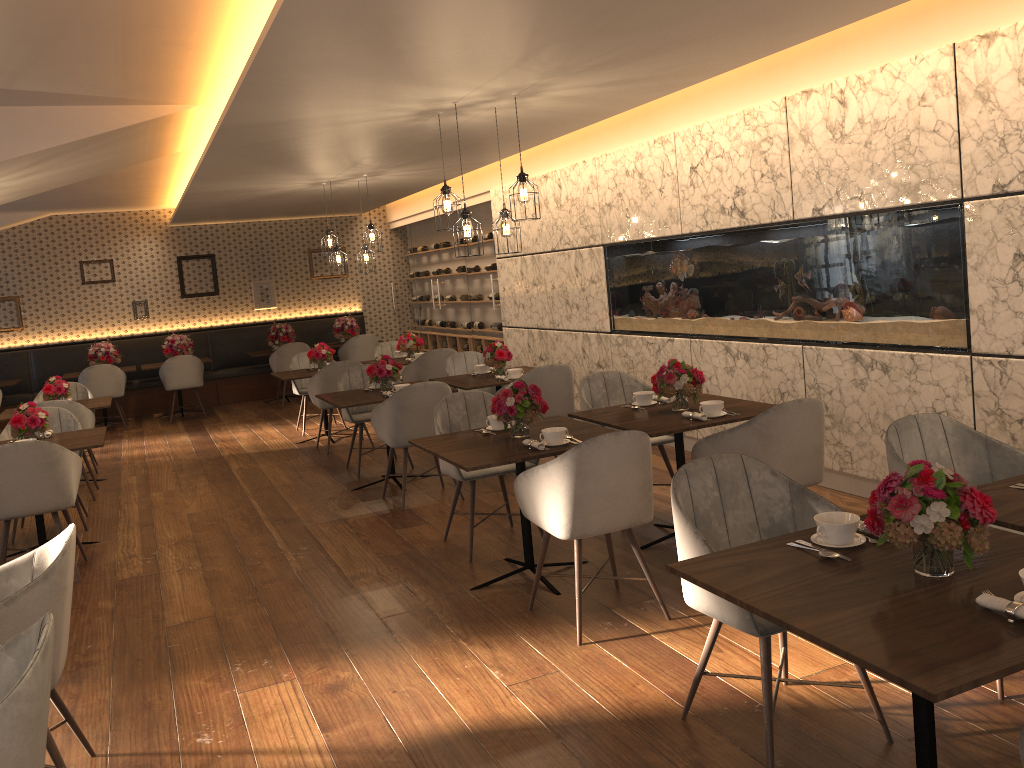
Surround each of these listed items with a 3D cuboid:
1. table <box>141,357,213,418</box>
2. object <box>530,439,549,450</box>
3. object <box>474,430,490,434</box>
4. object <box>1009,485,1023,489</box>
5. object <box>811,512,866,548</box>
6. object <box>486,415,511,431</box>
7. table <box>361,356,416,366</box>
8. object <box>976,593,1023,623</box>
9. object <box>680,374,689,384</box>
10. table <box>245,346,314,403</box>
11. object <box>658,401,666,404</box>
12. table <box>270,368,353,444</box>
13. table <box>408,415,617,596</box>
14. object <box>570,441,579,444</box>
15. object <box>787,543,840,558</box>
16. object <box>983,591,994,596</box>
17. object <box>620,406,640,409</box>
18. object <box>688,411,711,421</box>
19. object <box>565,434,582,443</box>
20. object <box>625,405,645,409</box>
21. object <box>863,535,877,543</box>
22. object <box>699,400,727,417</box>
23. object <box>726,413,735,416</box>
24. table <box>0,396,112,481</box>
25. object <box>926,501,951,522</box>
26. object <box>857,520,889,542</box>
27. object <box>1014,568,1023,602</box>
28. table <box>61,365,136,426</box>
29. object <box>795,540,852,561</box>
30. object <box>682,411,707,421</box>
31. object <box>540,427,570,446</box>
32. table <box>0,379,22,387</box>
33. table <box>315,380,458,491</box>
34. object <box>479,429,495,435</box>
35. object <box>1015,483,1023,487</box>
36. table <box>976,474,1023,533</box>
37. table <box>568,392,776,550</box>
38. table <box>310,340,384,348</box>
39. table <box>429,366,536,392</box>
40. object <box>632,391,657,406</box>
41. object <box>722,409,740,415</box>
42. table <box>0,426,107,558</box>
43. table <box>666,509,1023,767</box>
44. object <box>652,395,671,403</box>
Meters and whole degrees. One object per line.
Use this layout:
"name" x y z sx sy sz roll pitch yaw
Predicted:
"table" -4.592 0.066 12.214 0.898 0.718 0.898 -8 7 -23
"object" 0.131 0.288 4.236 0.025 0.024 0.193 -8 8 -23
"object" -0.162 0.255 4.741 0.043 0.015 0.197 -9 8 -26
"object" 1.676 0.336 2.812 0.043 0.015 0.198 -8 8 -19
"object" 0.923 0.415 2.509 0.148 0.072 0.149 -3 7 19
"object" -0.069 0.209 4.801 0.148 0.072 0.149 -3 7 19
"table" -1.067 0.089 9.540 0.898 0.718 0.898 -8 7 -23
"object" 1.095 0.492 1.921 0.056 0.039 0.176 -8 8 -23
"object" 0.916 -0.029 4.803 0.048 0.052 0.076 -10 8 -43
"table" -3.299 -0.124 12.769 0.898 0.718 0.898 -8 7 -23
"object" 0.848 0.100 5.185 0.025 0.024 0.193 -8 8 -23
"table" -1.943 0.217 9.164 0.898 0.718 0.898 -8 7 -23
"table" 0.064 0.633 4.526 0.898 0.718 0.898 -8 7 -23
"object" 0.269 0.276 4.314 0.022 0.004 0.211 -8 8 -23
"object" 0.830 0.460 2.449 0.043 0.015 0.197 -9 8 -26
"object" 1.123 0.493 1.943 0.025 0.024 0.193 -8 8 -23
"object" 0.677 0.132 5.101 0.043 0.015 0.197 -9 8 -26
"object" 0.970 0.165 4.596 0.025 0.024 0.193 -8 8 -23
"object" 0.303 0.266 4.321 0.043 0.015 0.197 -9 8 -26
"object" 0.712 0.133 5.109 0.022 0.004 0.211 -8 8 -23
"object" 1.001 0.428 2.533 0.025 0.024 0.193 -8 8 -23
"object" 1.044 0.132 4.616 0.148 0.072 0.149 -3 7 19
"object" 1.108 0.153 4.674 0.022 0.004 0.211 -8 8 -23
"table" -4.038 0.566 7.939 0.898 0.718 0.898 -8 7 -23
"object" 1.017 0.305 2.151 0.048 0.052 0.076 -7 7 -18
"object" 1.028 0.416 2.555 0.056 0.039 0.176 -8 8 -23
"object" 1.197 0.460 1.964 0.148 0.072 0.149 -5 7 0
"table" -5.469 0.194 11.838 0.898 0.718 0.898 -8 7 -23
"object" 0.865 0.461 2.456 0.022 0.004 0.211 -8 8 -23
"object" 0.942 0.164 4.573 0.056 0.039 0.176 -8 8 -23
"object" 0.205 0.255 4.256 0.148 0.072 0.149 -3 7 19
"table" -6.762 0.383 11.283 0.898 0.718 0.898 -8 7 -23
"table" -0.959 0.421 6.891 0.898 0.718 0.898 -8 7 -23
"object" -0.127 0.256 4.749 0.022 0.004 0.211 -8 8 -23
"object" 1.704 0.338 2.816 0.022 0.004 0.211 -8 8 -23
"table" 1.924 0.708 2.629 0.898 0.718 0.898 -8 7 -23
"table" 0.940 0.504 4.902 0.898 0.718 0.898 -8 7 -23
"table" -2.423 -0.252 13.145 0.898 0.718 0.898 -8 7 -23
"table" -0.083 0.293 7.267 0.898 0.718 0.898 -8 7 -23
"object" 0.770 0.087 5.161 0.148 0.072 0.149 -3 7 19
"object" 1.143 0.144 4.681 0.043 0.015 0.197 -9 8 -26
"table" -3.115 0.757 5.806 0.898 0.718 0.898 -8 7 -23
"table" 1.047 0.836 2.253 0.898 0.718 0.898 -8 7 -23
"object" 0.875 0.088 5.207 0.056 0.039 0.176 -8 8 -23
